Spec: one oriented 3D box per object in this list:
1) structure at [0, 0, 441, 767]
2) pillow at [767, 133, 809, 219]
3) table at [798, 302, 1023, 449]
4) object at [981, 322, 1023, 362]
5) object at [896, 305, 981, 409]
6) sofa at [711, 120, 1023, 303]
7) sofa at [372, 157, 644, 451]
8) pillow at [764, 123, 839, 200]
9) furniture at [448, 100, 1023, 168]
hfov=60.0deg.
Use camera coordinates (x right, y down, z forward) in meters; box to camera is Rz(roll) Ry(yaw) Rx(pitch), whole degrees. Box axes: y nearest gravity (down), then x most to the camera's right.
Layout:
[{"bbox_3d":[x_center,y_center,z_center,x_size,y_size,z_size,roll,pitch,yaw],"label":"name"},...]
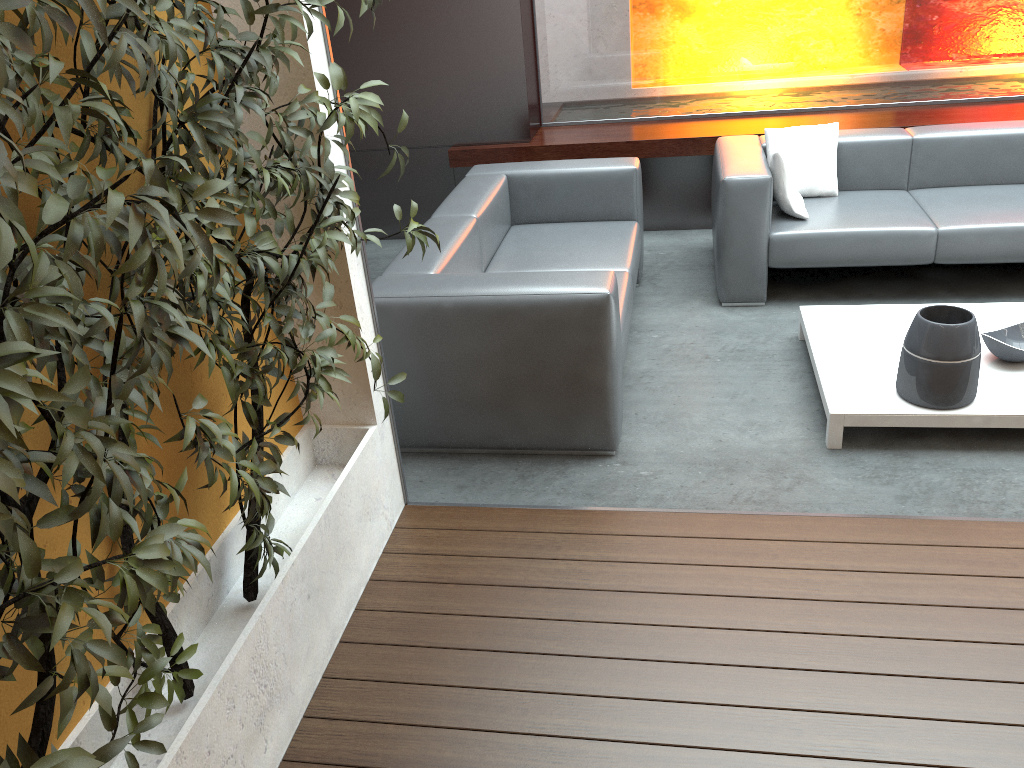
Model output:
[{"bbox_3d":[-0.758,-0.162,1.022,0.622,2.483,3.166,0,27,10],"label":"structure"},{"bbox_3d":[1.372,-1.039,4.436,0.186,0.358,0.376,-1,27,10],"label":"pillow"},{"bbox_3d":[1.716,-0.059,3.527,1.000,0.150,1.000,0,27,11],"label":"table"},{"bbox_3d":[1.930,-0.156,3.369,0.317,0.125,0.223,-15,28,-18],"label":"object"},{"bbox_3d":[1.518,-0.104,3.142,0.265,0.309,0.265,-13,28,-14],"label":"object"},{"bbox_3d":[2.431,-0.901,4.445,2.781,0.652,0.943,0,27,11],"label":"sofa"},{"bbox_3d":[0.090,-0.486,4.090,0.943,0.652,2.025,0,27,11],"label":"sofa"},{"bbox_3d":[1.516,-1.163,4.650,0.376,0.361,0.169,-1,27,10],"label":"pillow"},{"bbox_3d":[2.597,-1.552,5.256,6.000,0.109,0.600,0,27,11],"label":"furniture"}]
